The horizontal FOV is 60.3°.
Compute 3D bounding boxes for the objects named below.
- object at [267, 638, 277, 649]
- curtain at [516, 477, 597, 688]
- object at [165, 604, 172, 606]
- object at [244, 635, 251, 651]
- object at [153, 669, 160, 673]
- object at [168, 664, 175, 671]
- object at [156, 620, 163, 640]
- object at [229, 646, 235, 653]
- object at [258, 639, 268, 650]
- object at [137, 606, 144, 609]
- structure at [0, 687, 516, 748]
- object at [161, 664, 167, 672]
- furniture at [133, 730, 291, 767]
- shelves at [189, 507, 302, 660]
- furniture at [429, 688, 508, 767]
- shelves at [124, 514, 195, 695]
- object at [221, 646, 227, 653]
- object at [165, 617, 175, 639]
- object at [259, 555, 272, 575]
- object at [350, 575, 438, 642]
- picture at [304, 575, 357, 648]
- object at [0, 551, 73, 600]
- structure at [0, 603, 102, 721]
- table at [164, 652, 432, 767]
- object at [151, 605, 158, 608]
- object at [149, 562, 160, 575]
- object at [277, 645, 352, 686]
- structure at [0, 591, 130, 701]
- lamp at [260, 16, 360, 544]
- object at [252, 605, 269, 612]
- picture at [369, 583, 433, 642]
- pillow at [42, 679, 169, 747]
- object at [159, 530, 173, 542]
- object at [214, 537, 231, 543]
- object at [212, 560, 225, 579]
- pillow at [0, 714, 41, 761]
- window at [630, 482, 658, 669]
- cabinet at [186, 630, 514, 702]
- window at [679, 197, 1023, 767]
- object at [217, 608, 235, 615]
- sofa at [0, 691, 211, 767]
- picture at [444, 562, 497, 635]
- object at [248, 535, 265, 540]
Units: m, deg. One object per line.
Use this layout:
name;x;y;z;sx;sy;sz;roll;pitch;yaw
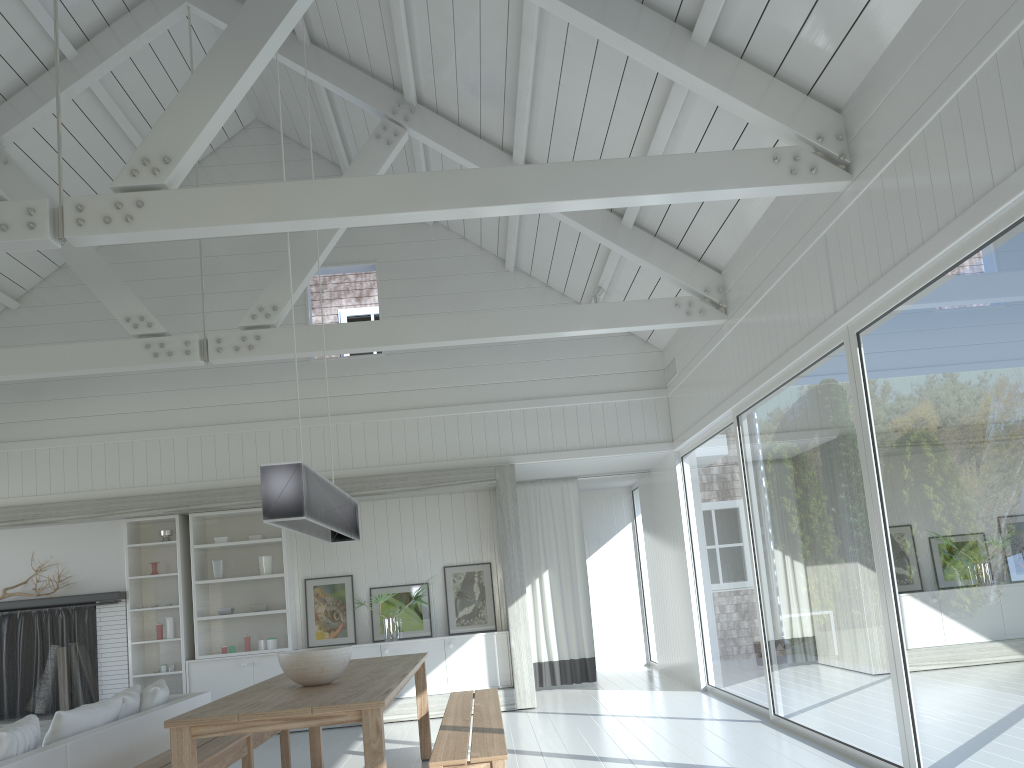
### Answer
object;-2.402;2.595;8.823;0.086;0.110;0.086;-11;-11;32
curtain;0.382;2.269;10.145;1.006;2.338;0.118;-5;-7;-2
object;-3.472;2.234;8.902;0.054;0.025;0.055;-5;-12;-3
object;-2.656;2.581;8.847;0.054;0.193;0.055;-5;-8;-4
object;-3.542;2.861;8.783;0.054;0.025;0.055;-5;-12;-3
object;-3.393;2.831;8.791;0.058;0.060;0.058;-5;-10;-3
object;-3.530;2.460;8.833;0.054;0.193;0.055;-5;-8;-4
object;-2.807;2.661;8.842;0.058;0.060;0.058;-1;-11;-25
object;-2.498;2.627;8.885;0.092;0.094;0.091;-11;-12;31
object;-3.704;2.228;8.784;0.054;0.025;0.055;-5;-12;-3
structure;-3.156;3.417;9.149;6.346;0.341;1.914;-5;-13;-3
object;-3.467;2.832;8.790;0.054;0.070;0.055;-5;-9;-4
furniture;-1.701;2.266;4.997;0.340;0.464;2.727;-5;-13;-3
shelves;-2.712;2.033;9.054;0.938;1.424;0.614;-5;-8;-3
furniture;-0.210;2.145;5.063;0.340;0.464;2.727;-5;-13;-3
shelves;-3.526;2.371;8.983;0.540;1.973;0.614;-5;-8;-3
object;-2.875;2.655;8.814;0.054;0.070;0.055;-1;-10;-24
object;-3.425;2.444;8.837;0.072;0.208;0.072;-5;-8;-3
object;-2.498;1.843;8.941;0.104;0.194;0.103;-13;-11;42
object;-1.176;2.236;8.748;0.970;0.621;0.632;-4;-10;-5
picture;-1.855;2.323;9.006;0.494;0.694;0.066;-5;-7;-3
object;-4.657;1.866;8.625;0.783;0.495;0.464;2;-12;-33
structure;-4.558;2.698;8.526;1.097;1.049;0.118;-5;-7;-3
table;-0.994;2.066;5.052;0.905;0.751;3.000;-5;-13;-3
object;-3.588;2.231;8.843;0.054;0.025;0.055;-5;-12;-3
object;-3.610;1.870;8.903;0.138;0.128;0.137;-14;-13;39
object;-1.042;1.505;4.689;0.388;0.182;0.397;-3;-12;-11
structure;-4.569;2.804;8.875;1.615;1.269;0.873;-5;-9;-3
lamp;-1.308;-1.193;5.404;0.200;4.185;1.935;-5;-8;-3
object;-2.574;2.298;9.025;0.141;0.065;0.144;-5;-12;-3
picture;-1.139;2.341;9.039;0.609;0.546;0.054;-5;-7;-3
pillow;-2.654;2.305;5.904;0.461;0.470;2.094;-3;-13;-10
object;-3.499;1.544;8.921;0.163;0.122;0.163;-11;-13;29
object;-2.941;1.594;8.958;0.141;0.065;0.144;-5;-12;-3
object;-2.964;1.881;8.920;0.102;0.194;0.104;-5;-8;-3
pillow;-2.638;1.917;4.253;0.465;0.470;1.342;-3;-13;-11
window;1.761;2.483;11.497;0.037;2.395;0.960;-5;-8;-3
cabinet;-1.600;2.921;8.954;3.180;0.543;0.664;-5;-11;-3
window;1.999;0.601;3.523;0.080;2.383;11.117;-5;-13;-3
object;-2.876;2.290;8.870;0.141;0.065;0.144;-5;-12;-3
sofa;-4.056;2.318;4.912;3.474;0.727;4.205;-5;-13;-3
picture;-0.431;2.208;9.069;0.494;0.694;0.066;-5;-7;-3
object;-2.638;1.602;9.112;0.141;0.065;0.144;-5;-12;-3
